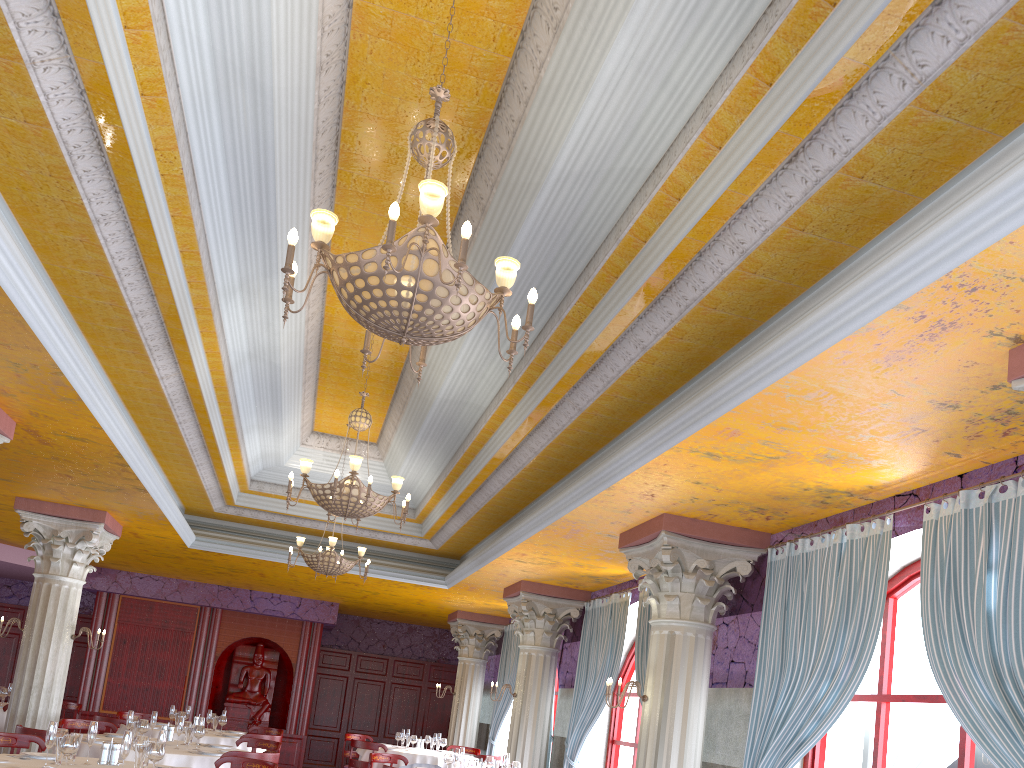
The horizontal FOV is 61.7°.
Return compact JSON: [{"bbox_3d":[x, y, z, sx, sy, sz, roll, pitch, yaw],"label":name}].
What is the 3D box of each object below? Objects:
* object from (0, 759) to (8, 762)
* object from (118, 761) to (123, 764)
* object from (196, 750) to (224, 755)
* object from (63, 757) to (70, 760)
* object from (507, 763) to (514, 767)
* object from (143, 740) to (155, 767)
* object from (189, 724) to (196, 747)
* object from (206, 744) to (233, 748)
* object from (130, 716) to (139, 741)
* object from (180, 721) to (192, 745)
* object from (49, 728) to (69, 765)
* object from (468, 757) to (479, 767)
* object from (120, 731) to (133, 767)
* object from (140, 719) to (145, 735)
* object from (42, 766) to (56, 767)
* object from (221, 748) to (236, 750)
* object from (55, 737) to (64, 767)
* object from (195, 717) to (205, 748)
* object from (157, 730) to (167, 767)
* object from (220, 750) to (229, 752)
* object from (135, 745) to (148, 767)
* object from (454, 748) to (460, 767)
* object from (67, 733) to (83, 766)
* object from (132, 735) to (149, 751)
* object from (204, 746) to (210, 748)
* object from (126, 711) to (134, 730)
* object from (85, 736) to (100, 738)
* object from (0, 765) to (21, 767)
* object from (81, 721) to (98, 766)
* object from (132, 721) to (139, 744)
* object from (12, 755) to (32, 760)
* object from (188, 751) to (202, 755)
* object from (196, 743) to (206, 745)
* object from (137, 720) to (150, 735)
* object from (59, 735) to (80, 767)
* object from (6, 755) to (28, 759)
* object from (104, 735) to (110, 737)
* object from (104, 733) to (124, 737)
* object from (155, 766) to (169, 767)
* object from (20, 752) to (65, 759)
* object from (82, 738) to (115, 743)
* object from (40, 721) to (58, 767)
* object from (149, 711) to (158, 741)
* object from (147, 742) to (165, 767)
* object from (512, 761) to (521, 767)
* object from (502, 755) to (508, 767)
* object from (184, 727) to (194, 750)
[{"bbox_3d":[-3.644,2.662,6.050,0.158,0.009,0.169,5,-21,7],"label":"object"},{"bbox_3d":[-3.204,3.041,6.884,0.158,0.009,0.169,5,-21,7],"label":"object"},{"bbox_3d":[-3.084,3.791,8.791,0.316,0.023,0.330,12,-22,-12],"label":"object"},{"bbox_3d":[-3.524,2.954,6.766,0.233,0.013,0.029,-6,-23,31],"label":"object"},{"bbox_3d":[-0.040,4.423,9.712,0.088,0.228,0.087,13,-11,-32],"label":"object"},{"bbox_3d":[-2.796,2.851,6.557,0.085,0.228,0.089,1,-11,34],"label":"object"},{"bbox_3d":[-3.562,3.903,9.509,0.086,0.228,0.088,9,-9,-10],"label":"object"},{"bbox_3d":[-3.360,4.162,9.836,0.312,0.023,0.334,1,-22,16],"label":"object"},{"bbox_3d":[-4.116,3.731,9.279,0.123,0.253,0.127,-3,-14,45],"label":"object"},{"bbox_3d":[-3.651,3.908,9.585,0.122,0.253,0.128,7,-10,1],"label":"object"},{"bbox_3d":[-3.350,2.678,6.327,0.122,0.253,0.128,7,-10,1],"label":"object"},{"bbox_3d":[-0.430,4.277,9.497,0.123,0.253,0.127,-3,-14,45],"label":"object"},{"bbox_3d":[-2.698,2.583,5.964,0.073,0.322,0.077,4,-8,23],"label":"object"},{"bbox_3d":[-4.045,3.788,9.367,0.086,0.228,0.088,9,-9,-10],"label":"object"},{"bbox_3d":[-1.872,1.691,3.407,0.075,0.322,0.075,10,-8,-21],"label":"object"},{"bbox_3d":[-3.215,4.142,9.722,0.027,0.013,0.246,-4,-24,29],"label":"object"},{"bbox_3d":[-3.130,2.565,5.930,0.085,0.228,0.090,5,-9,12],"label":"object"},{"bbox_3d":[-3.441,3.848,9.455,0.074,0.322,0.076,-1,-11,45],"label":"object"},{"bbox_3d":[-2.675,2.796,6.503,0.073,0.322,0.077,4,-8,23],"label":"object"},{"bbox_3d":[-3.130,4.023,9.384,0.158,0.009,0.169,-3,-23,25],"label":"object"},{"bbox_3d":[-2.647,2.680,6.071,0.088,0.228,0.087,13,-11,-32],"label":"object"},{"bbox_3d":[-0.631,4.270,9.635,0.074,0.322,0.076,7,-8,1],"label":"object"},{"bbox_3d":[-3.279,2.735,6.415,0.086,0.228,0.088,9,-9,-10],"label":"object"},{"bbox_3d":[-2.885,2.856,6.633,0.122,0.253,0.128,7,-10,1],"label":"object"},{"bbox_3d":[-3.432,4.088,9.648,0.139,0.010,0.031,-7,-24,33],"label":"object"},{"bbox_3d":[-4.004,3.580,8.947,0.075,0.322,0.075,10,-8,-21],"label":"object"},{"bbox_3d":[-4.410,3.715,9.002,0.159,0.009,0.167,-8,-26,34],"label":"object"},{"bbox_3d":[-3.357,2.506,5.578,0.316,0.023,0.330,12,-22,-12],"label":"object"},{"bbox_3d":[-3.215,2.740,6.534,0.073,0.322,0.077,4,-8,23],"label":"object"},{"bbox_3d":[-3.896,3.617,8.882,0.085,0.228,0.090,5,-9,12],"label":"object"},{"bbox_3d":[-3.693,2.818,6.459,0.254,0.003,0.023,-6,-24,30],"label":"object"},{"bbox_3d":[-3.195,3.726,8.646,0.233,0.013,0.029,-6,-23,31],"label":"object"},{"bbox_3d":[-3.557,4.170,9.913,0.055,0.019,0.271,-6,-25,33],"label":"object"},{"bbox_3d":[-3.804,3.587,8.809,0.124,0.253,0.125,11,-11,-21],"label":"object"},{"bbox_3d":[-3.037,2.535,5.857,0.124,0.253,0.125,11,-11,-21],"label":"object"},{"bbox_3d":[-3.709,2.795,6.426,0.258,0.019,0.057,-8,-25,35],"label":"object"},{"bbox_3d":[-4.475,3.847,9.378,0.258,0.019,0.057,-8,-25,35],"label":"object"},{"bbox_3d":[-4.400,3.931,9.574,0.324,0.023,0.322,20,-25,-30],"label":"object"},{"bbox_3d":[-2.791,3.118,6.961,0.055,0.019,0.271,-6,-25,33],"label":"object"},{"bbox_3d":[-3.634,2.878,6.622,0.316,0.023,0.330,12,-22,-12],"label":"object"},{"bbox_3d":[-4.123,3.559,8.530,0.316,0.023,0.330,12,-22,-12],"label":"object"},{"bbox_3d":[-3.238,2.527,5.995,0.073,0.322,0.077,4,-8,23],"label":"object"},{"bbox_3d":[-3.981,3.793,9.486,0.073,0.322,0.077,4,-8,23],"label":"object"},{"bbox_3d":[-2.572,2.712,6.163,0.122,0.253,0.128,7,-10,1],"label":"object"},{"bbox_3d":[0.035,4.455,9.803,0.123,0.253,0.127,-3,-14,45],"label":"object"},{"bbox_3d":[-0.091,4.325,9.604,0.073,0.322,0.077,4,-8,23],"label":"object"},{"bbox_3d":[-3.413,3.733,9.023,0.085,0.228,0.090,5,-9,12],"label":"object"}]
